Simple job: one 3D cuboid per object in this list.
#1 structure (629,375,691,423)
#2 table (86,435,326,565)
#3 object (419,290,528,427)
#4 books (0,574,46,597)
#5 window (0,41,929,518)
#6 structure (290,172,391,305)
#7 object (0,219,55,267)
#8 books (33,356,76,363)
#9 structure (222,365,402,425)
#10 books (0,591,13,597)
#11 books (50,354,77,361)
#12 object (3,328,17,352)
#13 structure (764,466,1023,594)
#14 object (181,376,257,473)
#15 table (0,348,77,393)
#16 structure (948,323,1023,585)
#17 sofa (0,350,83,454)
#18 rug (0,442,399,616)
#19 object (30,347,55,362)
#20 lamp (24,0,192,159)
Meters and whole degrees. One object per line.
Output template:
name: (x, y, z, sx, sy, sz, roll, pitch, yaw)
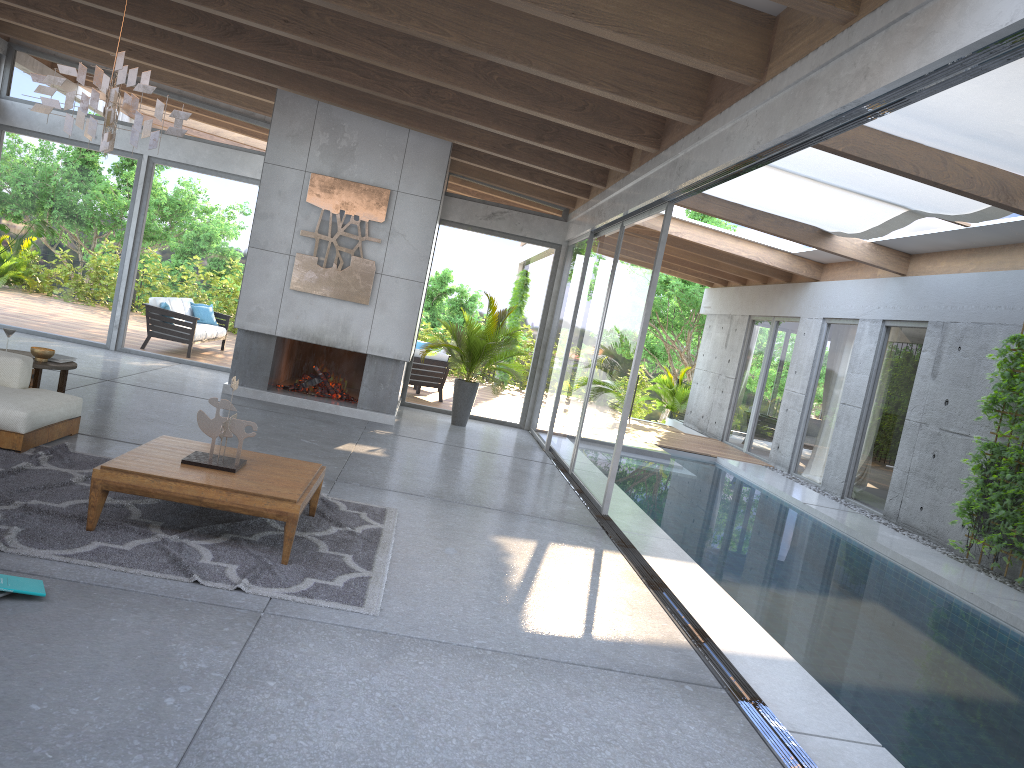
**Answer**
structure: (-6.247, -1.005, 12.907, 15.587, 3.022, 31.708, 14, 5, 35)
table: (-1.682, 0.633, 5.084, 1.048, 0.352, 1.112, 11, 4, -6)
object: (-0.510, -0.346, 11.668, 1.484, 1.819, 1.798, 12, 4, 1)
books: (-2.048, 0.804, 3.585, 0.288, 0.074, 0.219, 9, 5, -30)
window: (-1.417, -1.016, 4.672, 14.294, 3.764, 23.280, 11, 4, -6)
structure: (-1.972, -1.659, 10.192, 0.919, 1.351, 0.041, 11, 4, -6)
object: (-6.745, -1.451, 11.029, 1.416, 1.540, 1.731, 13, 4, 13)
books: (-3.700, -0.208, 7.180, 0.220, 0.015, 0.303, 11, 4, -6)
structure: (-2.415, -0.083, 11.425, 2.012, 0.595, 2.203, 11, 4, -6)
books: (-2.124, 0.813, 3.480, 0.219, 0.012, 0.286, 12, 4, 9)
books: (-3.689, -0.220, 7.177, 0.205, 0.012, 0.290, 12, 4, -1)
object: (-3.868, -0.317, 6.800, 0.099, 0.212, 0.099, 13, 4, 25)
structure: (4.819, 1.966, 7.605, 0.477, 0.068, 13.673, 11, 4, -6)
object: (-1.622, 0.202, 5.074, 0.346, 0.518, 0.379, 11, 4, -6)
table: (-3.868, 0.003, 7.008, 0.725, 0.441, 0.725, 8, 6, -44)
structure: (3.152, 0.423, 4.279, 2.739, 2.687, 10.282, 12, 4, 11)
sofa: (-3.451, 0.157, 4.793, 1.965, 0.777, 3.733, 11, 4, -6)
rug: (-2.264, 0.662, 5.092, 3.186, 0.056, 2.187, 11, 4, -6)
object: (-3.676, -0.228, 6.937, 0.173, 0.097, 0.173, 10, 4, -27)
lamp: (-2.140, -1.915, 4.716, 0.862, 1.400, 0.636, 15, 5, 41)
